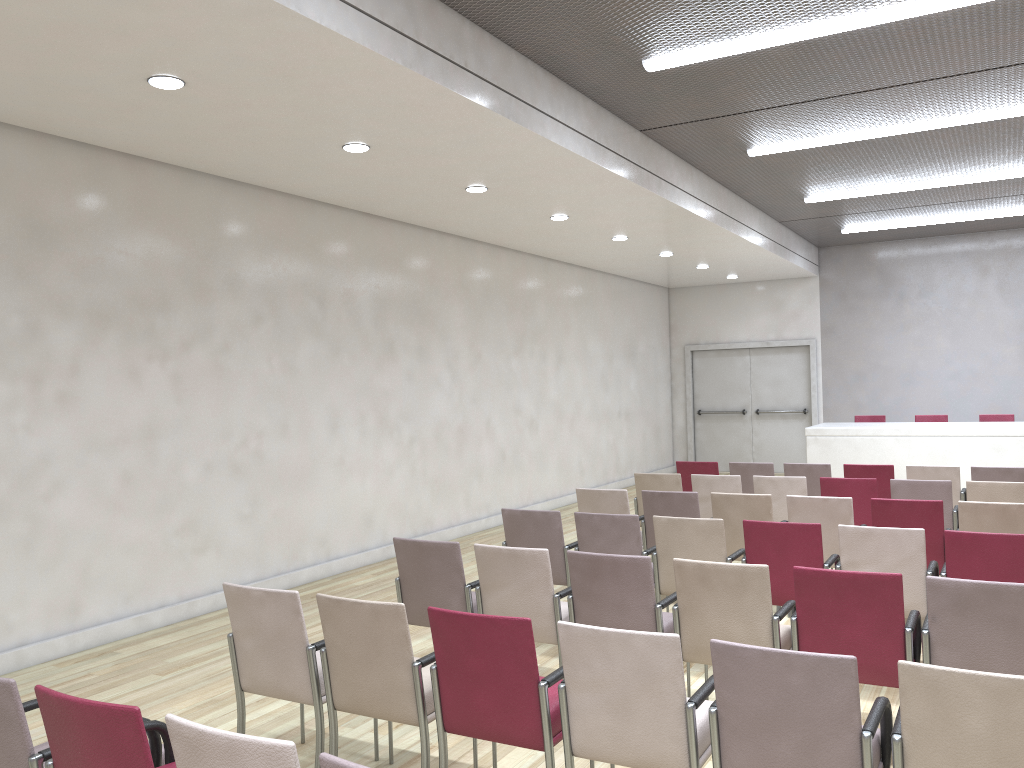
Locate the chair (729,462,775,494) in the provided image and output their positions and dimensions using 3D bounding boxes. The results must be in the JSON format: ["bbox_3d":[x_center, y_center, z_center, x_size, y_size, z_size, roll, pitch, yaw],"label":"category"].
[{"bbox_3d":[2.557,1.229,9.167,0.513,0.890,0.640,-2,0,29],"label":"chair"}]

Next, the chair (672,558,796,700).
[{"bbox_3d":[1.110,1.257,4.331,0.513,0.890,0.640,-2,0,30],"label":"chair"}]

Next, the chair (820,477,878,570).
[{"bbox_3d":[2.925,1.214,7.566,0.513,0.890,0.640,-2,0,29],"label":"chair"}]

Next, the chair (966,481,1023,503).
[{"bbox_3d":[3.873,1.186,7.030,0.513,0.890,0.640,-2,0,29],"label":"chair"}]

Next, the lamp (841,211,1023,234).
[{"bbox_3d":[6.582,-2.409,13.004,3.304,0.045,0.198,-2,0,29],"label":"lamp"}]

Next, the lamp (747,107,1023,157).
[{"bbox_3d":[3.816,-2.344,8.068,3.304,0.045,0.198,-2,0,29],"label":"lamp"}]

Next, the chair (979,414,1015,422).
[{"bbox_3d":[6.897,0.889,12.598,0.513,0.890,0.640,-2,0,29],"label":"chair"}]

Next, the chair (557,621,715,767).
[{"bbox_3d":[0.507,1.271,3.279,0.513,0.890,0.640,-2,0,29],"label":"chair"}]

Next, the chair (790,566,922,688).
[{"bbox_3d":[1.593,1.242,4.082,0.513,0.890,0.640,-2,0,29],"label":"chair"}]

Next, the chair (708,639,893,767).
[{"bbox_3d":[0.988,1.257,2.997,0.513,0.890,0.640,-2,0,30],"label":"chair"}]

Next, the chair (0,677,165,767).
[{"bbox_3d":[-1.524,1.328,3.004,0.513,0.890,0.640,-2,0,30],"label":"chair"}]

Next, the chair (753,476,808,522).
[{"bbox_3d":[2.435,1.229,7.837,0.513,0.890,0.640,-2,0,28],"label":"chair"}]

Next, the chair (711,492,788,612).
[{"bbox_3d":[1.829,1.243,6.765,0.513,0.890,0.640,-2,0,28],"label":"chair"}]

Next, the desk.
[{"bbox_3d":[5.960,1.064,11.858,3.652,1.042,1.456,-2,0,29],"label":"desk"}]

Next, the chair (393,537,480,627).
[{"bbox_3d":[-0.322,1.300,5.152,0.513,0.890,0.640,-2,0,30],"label":"chair"}]

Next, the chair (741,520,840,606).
[{"bbox_3d":[1.719,1.243,5.421,0.513,0.890,0.640,-2,0,29],"label":"chair"}]

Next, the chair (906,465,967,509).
[{"bbox_3d":[4.004,1.186,8.364,0.513,0.890,0.640,-2,0,30],"label":"chair"}]

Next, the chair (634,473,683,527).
[{"bbox_3d":[1.479,1.258,8.371,0.513,0.890,0.640,-2,0,29],"label":"chair"}]

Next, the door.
[{"bbox_3d":[4.374,0.442,16.231,2.373,2.400,0.200,-2,0,29],"label":"door"}]

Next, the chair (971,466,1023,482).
[{"bbox_3d":[4.466,1.172,8.094,0.513,0.890,0.640,-2,0,30],"label":"chair"}]

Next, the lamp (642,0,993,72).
[{"bbox_3d":[2.408,-2.311,5.554,3.304,0.045,0.198,-2,0,29],"label":"lamp"}]

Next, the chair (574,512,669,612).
[{"bbox_3d":[0.755,1.272,5.949,0.513,0.890,0.640,-2,0,29],"label":"chair"}]

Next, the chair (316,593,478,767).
[{"bbox_3d":[-0.460,1.300,3.809,0.513,0.890,0.640,-2,0,29],"label":"chair"}]

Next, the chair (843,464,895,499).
[{"bbox_3d":[3.517,1.201,8.632,0.513,0.890,0.640,-2,0,29],"label":"chair"}]

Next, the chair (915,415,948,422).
[{"bbox_3d":[6.149,0.911,13.017,0.513,0.890,0.640,-2,0,29],"label":"chair"}]

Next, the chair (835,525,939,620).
[{"bbox_3d":[2.187,1.229,5.149,0.513,0.890,0.640,-2,0,29],"label":"chair"}]

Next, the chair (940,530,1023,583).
[{"bbox_3d":[2.658,1.214,4.876,0.513,0.890,0.640,-2,0,30],"label":"chair"}]

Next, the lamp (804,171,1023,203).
[{"bbox_3d":[5.188,-2.376,10.516,3.304,0.045,0.198,-2,0,29],"label":"lamp"}]

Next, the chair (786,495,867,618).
[{"bbox_3d":[2.312,1.229,6.481,0.513,0.890,0.640,-2,0,30],"label":"chair"}]

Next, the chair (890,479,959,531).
[{"bbox_3d":[3.395,1.200,7.285,0.513,0.890,0.640,-2,0,30],"label":"chair"}]

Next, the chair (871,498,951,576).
[{"bbox_3d":[2.796,1.214,6.208,0.513,0.890,0.640,-2,0,28],"label":"chair"}]

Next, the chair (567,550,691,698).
[{"bbox_3d":[0.626,1.271,4.605,0.513,0.890,0.640,-2,0,30],"label":"chair"}]

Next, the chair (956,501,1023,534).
[{"bbox_3d":[3.269,1.200,5.955,0.513,0.890,0.640,-2,0,29],"label":"chair"}]

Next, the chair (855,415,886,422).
[{"bbox_3d":[5.401,0.934,13.437,0.513,0.890,0.640,-2,0,29],"label":"chair"}]

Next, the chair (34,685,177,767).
[{"bbox_3d":[-1.046,1.314,2.737,0.513,0.890,0.640,-2,0,29],"label":"chair"}]

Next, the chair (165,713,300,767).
[{"bbox_3d":[-0.559,1.299,2.469,0.513,0.890,0.640,-2,0,29],"label":"chair"}]

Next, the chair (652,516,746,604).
[{"bbox_3d":[1.228,1.257,5.685,0.513,0.890,0.640,-2,0,29],"label":"chair"}]

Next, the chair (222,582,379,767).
[{"bbox_3d":[-0.933,1.314,4.076,0.513,0.890,0.640,-2,0,30],"label":"chair"}]

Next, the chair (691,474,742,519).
[{"bbox_3d":[1.953,1.244,8.093,0.513,0.890,0.640,-2,0,29],"label":"chair"}]

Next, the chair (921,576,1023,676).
[{"bbox_3d":[2.062,1.228,3.813,0.513,0.890,0.640,-2,0,29],"label":"chair"}]

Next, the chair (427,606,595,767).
[{"bbox_3d":[0.026,1.286,3.534,0.513,0.890,0.640,-2,0,29],"label":"chair"}]

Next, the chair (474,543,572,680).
[{"bbox_3d":[0.147,1.286,4.872,0.513,0.890,0.640,-2,0,30],"label":"chair"}]

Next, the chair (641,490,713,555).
[{"bbox_3d":[1.351,1.258,7.020,0.513,0.890,0.640,-2,0,29],"label":"chair"}]

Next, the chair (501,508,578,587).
[{"bbox_3d":[0.274,1.286,6.226,0.513,0.890,0.640,-2,0,29],"label":"chair"}]

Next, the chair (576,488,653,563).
[{"bbox_3d":[0.865,1.272,7.291,0.513,0.890,0.640,-2,0,30],"label":"chair"}]

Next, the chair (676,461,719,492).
[{"bbox_3d":[2.067,1.244,9.441,0.513,0.890,0.640,-2,0,29],"label":"chair"}]

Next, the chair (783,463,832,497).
[{"bbox_3d":[3.036,1.215,8.912,0.513,0.890,0.640,-2,0,30],"label":"chair"}]

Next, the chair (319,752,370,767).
[{"bbox_3d":[-0.095,1.285,2.188,0.513,0.890,0.640,-2,0,29],"label":"chair"}]

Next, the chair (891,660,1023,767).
[{"bbox_3d":[1.474,1.242,2.738,0.513,0.890,0.640,-2,0,29],"label":"chair"}]
